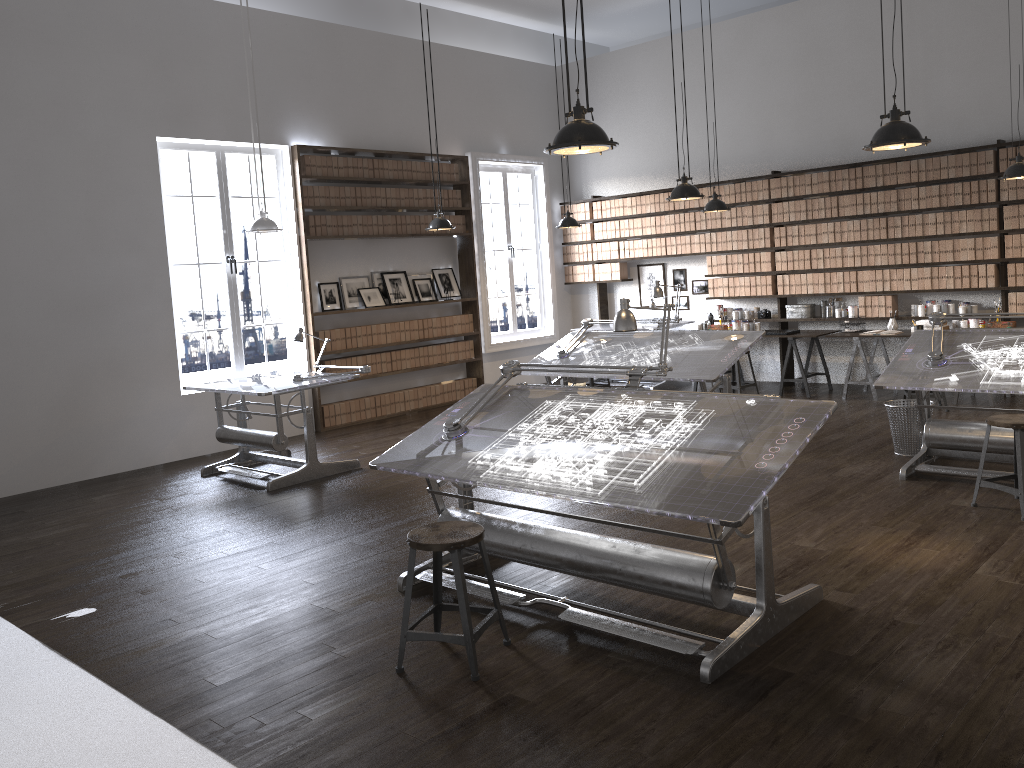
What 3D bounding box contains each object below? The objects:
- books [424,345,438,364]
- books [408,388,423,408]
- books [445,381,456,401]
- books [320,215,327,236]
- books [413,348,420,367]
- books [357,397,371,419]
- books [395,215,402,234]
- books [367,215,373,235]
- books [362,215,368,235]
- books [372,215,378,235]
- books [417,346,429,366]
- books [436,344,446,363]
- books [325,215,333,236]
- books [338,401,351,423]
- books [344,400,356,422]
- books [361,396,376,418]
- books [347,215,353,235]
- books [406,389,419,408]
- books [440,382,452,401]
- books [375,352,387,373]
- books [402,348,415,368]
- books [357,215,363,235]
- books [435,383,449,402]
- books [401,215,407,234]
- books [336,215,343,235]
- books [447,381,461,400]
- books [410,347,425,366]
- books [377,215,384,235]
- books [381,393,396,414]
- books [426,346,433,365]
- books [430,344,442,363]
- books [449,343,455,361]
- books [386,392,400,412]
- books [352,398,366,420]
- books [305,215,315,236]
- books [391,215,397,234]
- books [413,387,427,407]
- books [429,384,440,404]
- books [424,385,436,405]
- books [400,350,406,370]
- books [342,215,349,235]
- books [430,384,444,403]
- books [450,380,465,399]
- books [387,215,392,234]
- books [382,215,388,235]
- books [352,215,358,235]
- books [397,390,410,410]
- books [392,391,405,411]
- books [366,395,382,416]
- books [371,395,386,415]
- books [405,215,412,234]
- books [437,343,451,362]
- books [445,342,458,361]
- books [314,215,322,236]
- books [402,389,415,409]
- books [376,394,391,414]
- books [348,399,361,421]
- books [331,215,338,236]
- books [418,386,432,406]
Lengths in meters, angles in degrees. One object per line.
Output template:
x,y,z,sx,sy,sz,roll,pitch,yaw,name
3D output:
-0.985,-0.354,10.673,0.174,0.225,0.067,1,7,43,books
-1.143,0.163,10.499,0.174,0.225,0.067,1,7,43,books
-0.774,0.087,10.903,0.174,0.225,0.067,1,7,43,books
-2.072,-1.691,9.513,0.174,0.225,0.067,1,7,43,books
-1.178,-0.315,10.468,0.174,0.225,0.067,1,7,43,books
-1.667,0.270,9.939,0.174,0.225,0.067,1,7,43,books
-1.362,-1.835,10.266,0.174,0.225,0.067,1,7,43,books
-1.650,-1.777,9.966,0.174,0.225,0.067,1,7,43,books
-1.696,-1.767,9.914,0.174,0.225,0.067,1,7,43,books
-1.600,-1.787,10.014,0.174,0.225,0.067,1,7,43,books
-1.081,-0.334,10.565,0.174,0.225,0.067,1,7,43,books
-0.892,-0.373,10.776,0.174,0.225,0.067,1,7,43,books
-2.020,-1.701,9.561,0.174,0.225,0.067,1,7,43,books
-1.857,0.308,9.740,0.174,0.224,0.067,1,7,43,books
-1.808,0.299,9.786,0.174,0.225,0.067,1,7,43,books
-1.622,0.260,9.994,0.174,0.225,0.067,1,7,43,books
-1.835,-1.739,9.764,0.174,0.224,0.067,1,7,43,books
-1.192,0.172,10.453,0.174,0.224,0.067,1,7,43,books
-0.822,0.097,10.851,0.174,0.225,0.067,1,7,43,books
-1.514,-0.246,10.104,0.174,0.225,0.067,1,7,43,books
-1.227,-0.305,10.419,0.174,0.225,0.067,1,7,43,books
-1.741,-1.758,9.860,0.174,0.225,0.067,1,7,43,books
-0.864,0.106,10.798,0.174,0.225,0.067,1,7,43,books
-1.315,-1.845,10.324,0.174,0.225,0.067,1,7,43,books
-1.927,-1.720,9.667,0.174,0.225,0.067,1,7,43,books
-0.723,0.077,10.952,0.174,0.225,0.067,1,7,43,books
-1.127,-0.325,10.522,0.174,0.224,0.067,1,7,43,books
-1.548,-1.797,10.065,0.174,0.225,0.067,1,7,43,books
-1.429,0.222,10.192,0.174,0.225,0.067,1,7,43,books
-1.032,-0.344,10.618,0.174,0.225,0.067,1,7,43,books
-0.941,-0.364,10.726,0.174,0.225,0.067,1,7,43,books
-0.794,-0.393,10.878,0.174,0.224,0.067,1,7,43,books
-1.380,0.212,10.244,0.174,0.225,0.067,1,7,43,books
-1.718,0.280,9.890,0.174,0.225,0.067,1,7,43,books
-2.173,-1.670,9.404,0.174,0.224,0.067,1,7,43,books
-1.417,-1.825,10.216,0.174,0.224,0.067,1,7,43,books
-1.101,0.154,10.554,0.174,0.225,0.067,1,7,43,books
-0.954,0.124,10.706,0.174,0.224,0.067,1,7,43,books
-1.002,0.134,10.652,0.174,0.225,0.067,1,7,43,books
-1.318,-0.285,10.311,0.174,0.225,0.067,1,7,43,books
-1.877,-1.729,9.712,0.174,0.225,0.067,1,7,43,books
-0.913,0.115,10.753,0.174,0.224,0.067,1,7,43,books
-0.678,0.067,11.007,0.174,0.225,0.067,1,7,43,books
-1.459,-1.816,10.166,0.174,0.224,0.067,1,7,43,books
-1.499,-1.807,10.117,0.174,0.225,0.067,1,7,43,books
-1.791,-1.748,9.809,0.174,0.224,0.067,1,7,43,books
-1.281,0.191,10.352,0.174,0.225,0.067,1,7,43,books
-1.333,0.202,10.299,0.174,0.225,0.067,1,7,43,books
-1.567,0.250,10.045,0.174,0.225,0.067,1,7,43,books
-1.521,0.239,10.103,0.174,0.224,0.067,1,7,43,books
-1.264,-1.855,10.373,0.174,0.225,0.067,1,7,43,books
-0.841,-0.383,10.824,0.174,0.225,0.067,1,7,43,books
-0.752,-0.402,10.925,0.174,0.224,0.067,1,7,43,books
-2.119,-1.680,9.454,0.174,0.225,0.067,1,7,43,books
-1.234,0.181,10.406,0.174,0.224,0.067,1,7,43,books
-1.475,0.230,10.149,0.174,0.224,0.067,1,7,43,books
-1.766,0.290,9.839,0.174,0.225,0.067,1,7,43,books
-1.975,-1.711,9.616,0.174,0.225,0.067,1,7,43,books
-1.052,0.144,10.604,0.174,0.225,0.067,1,7,43,books
